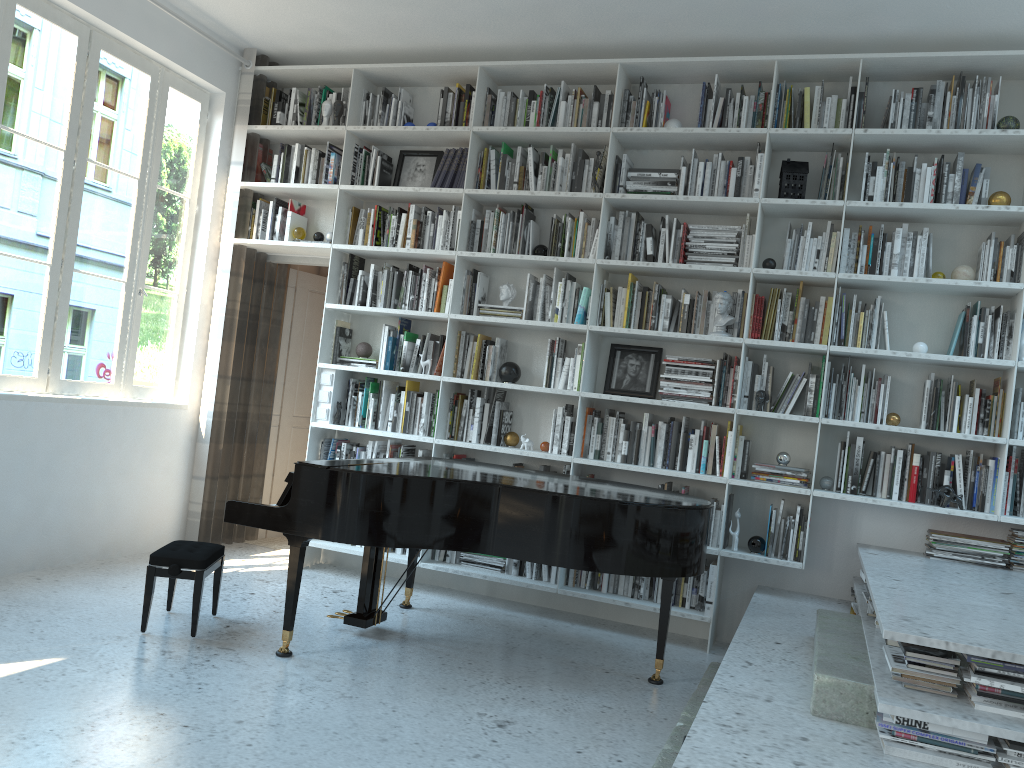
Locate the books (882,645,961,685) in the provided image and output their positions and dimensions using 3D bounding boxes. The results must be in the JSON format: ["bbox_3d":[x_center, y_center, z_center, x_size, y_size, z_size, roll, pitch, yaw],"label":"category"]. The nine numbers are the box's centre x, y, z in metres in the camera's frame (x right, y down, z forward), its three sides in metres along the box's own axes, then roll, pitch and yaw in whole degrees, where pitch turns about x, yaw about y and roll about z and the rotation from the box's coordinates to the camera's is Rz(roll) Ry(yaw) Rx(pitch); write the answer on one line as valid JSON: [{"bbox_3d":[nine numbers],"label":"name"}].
[{"bbox_3d":[1.230,0.844,2.677,0.184,0.014,0.297,6,-1,19],"label":"books"}]

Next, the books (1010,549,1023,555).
[{"bbox_3d":[2.565,0.829,4.285,0.285,0.007,0.159,6,-1,15],"label":"books"}]

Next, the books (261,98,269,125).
[{"bbox_3d":[-1.609,-1.760,5.885,0.014,0.219,0.188,7,-1,20],"label":"books"}]

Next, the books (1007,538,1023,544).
[{"bbox_3d":[2.571,0.781,4.295,0.285,0.005,0.159,6,-1,19],"label":"books"}]

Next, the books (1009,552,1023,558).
[{"bbox_3d":[2.564,0.843,4.287,0.285,0.007,0.159,6,-1,16],"label":"books"}]

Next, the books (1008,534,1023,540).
[{"bbox_3d":[2.575,0.760,4.290,0.285,0.005,0.159,6,-1,17],"label":"books"}]

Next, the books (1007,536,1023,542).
[{"bbox_3d":[2.570,0.770,4.289,0.285,0.005,0.159,6,-1,16],"label":"books"}]

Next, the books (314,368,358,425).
[{"bbox_3d":[-1.104,0.081,5.583,0.106,0.340,0.307,7,-1,20],"label":"books"}]

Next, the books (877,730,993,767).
[{"bbox_3d":[1.156,1.003,2.441,0.262,0.023,0.200,6,-1,18],"label":"books"}]

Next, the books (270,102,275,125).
[{"bbox_3d":[-1.534,-1.740,5.864,0.024,0.195,0.167,7,-1,20],"label":"books"}]

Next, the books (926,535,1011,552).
[{"bbox_3d":[2.254,0.788,4.396,0.345,0.007,0.193,6,-1,15],"label":"books"}]

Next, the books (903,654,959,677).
[{"bbox_3d":[1.254,0.833,2.669,0.137,0.012,0.242,6,-1,21],"label":"books"}]

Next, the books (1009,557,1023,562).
[{"bbox_3d":[2.563,0.864,4.287,0.254,0.007,0.161,6,-1,16],"label":"books"}]

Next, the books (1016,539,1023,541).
[{"bbox_3d":[2.574,0.765,4.288,0.254,0.006,0.161,6,-1,24],"label":"books"}]

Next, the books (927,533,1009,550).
[{"bbox_3d":[2.258,0.781,4.404,0.345,0.007,0.193,6,-1,22],"label":"books"}]

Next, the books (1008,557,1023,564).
[{"bbox_3d":[2.561,0.871,4.284,0.285,0.007,0.159,6,-1,25],"label":"books"}]

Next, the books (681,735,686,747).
[{"bbox_3d":[0.527,0.971,2.278,0.192,0.014,0.256,6,-1,16],"label":"books"}]

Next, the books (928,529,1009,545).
[{"bbox_3d":[2.261,0.759,4.405,0.345,0.007,0.193,6,-1,22],"label":"books"}]

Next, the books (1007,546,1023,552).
[{"bbox_3d":[2.570,0.816,4.294,0.285,0.007,0.159,6,-1,21],"label":"books"}]

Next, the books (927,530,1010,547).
[{"bbox_3d":[2.260,0.766,4.404,0.345,0.007,0.193,6,-1,18],"label":"books"}]

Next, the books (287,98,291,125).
[{"bbox_3d":[-1.417,-1.743,5.836,0.024,0.227,0.157,7,-1,20],"label":"books"}]

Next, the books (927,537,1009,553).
[{"bbox_3d":[2.256,0.796,4.404,0.345,0.007,0.193,6,-1,22],"label":"books"}]

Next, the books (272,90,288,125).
[{"bbox_3d":[-1.508,-1.775,5.851,0.025,0.269,0.177,7,-1,20],"label":"books"}]

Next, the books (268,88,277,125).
[{"bbox_3d":[-1.547,-1.787,5.868,0.014,0.286,0.175,7,-1,20],"label":"books"}]

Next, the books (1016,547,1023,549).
[{"bbox_3d":[2.569,0.803,4.297,0.254,0.006,0.161,6,-1,20],"label":"books"}]

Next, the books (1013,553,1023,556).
[{"bbox_3d":[2.567,0.837,4.293,0.254,0.007,0.161,6,-1,21],"label":"books"}]

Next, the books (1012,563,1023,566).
[{"bbox_3d":[2.560,0.884,4.293,0.254,0.007,0.161,6,-1,21],"label":"books"}]

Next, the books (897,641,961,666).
[{"bbox_3d":[1.250,0.800,2.672,0.149,0.014,0.228,6,-1,18],"label":"books"}]

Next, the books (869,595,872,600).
[{"bbox_3d":[1.420,0.810,3.231,0.192,0.014,0.256,6,-1,16],"label":"books"}]

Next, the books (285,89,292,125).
[{"bbox_3d":[-1.432,-1.772,5.834,0.010,0.281,0.160,7,-1,20],"label":"books"}]

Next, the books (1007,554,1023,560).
[{"bbox_3d":[2.565,0.857,4.291,0.285,0.007,0.159,6,-1,22],"label":"books"}]

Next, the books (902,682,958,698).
[{"bbox_3d":[1.246,0.891,2.669,0.144,0.009,0.250,6,-1,20],"label":"books"}]

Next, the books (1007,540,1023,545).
[{"bbox_3d":[2.571,0.787,4.295,0.285,0.005,0.159,6,-1,21],"label":"books"}]

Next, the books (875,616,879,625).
[{"bbox_3d":[1.420,0.870,3.227,0.177,0.015,0.187,6,-1,25],"label":"books"}]

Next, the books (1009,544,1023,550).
[{"bbox_3d":[2.572,0.809,4.296,0.285,0.007,0.159,6,-1,20],"label":"books"}]

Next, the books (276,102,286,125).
[{"bbox_3d":[-1.488,-1.731,5.842,0.028,0.186,0.182,7,-1,20],"label":"books"}]

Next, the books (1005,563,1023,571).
[{"bbox_3d":[2.559,0.905,4.296,0.285,0.007,0.159,6,-1,20],"label":"books"}]

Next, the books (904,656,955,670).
[{"bbox_3d":[1.252,0.812,2.671,0.132,0.009,0.269,6,-1,24],"label":"books"}]

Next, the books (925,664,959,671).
[{"bbox_3d":[1.276,0.824,2.662,0.090,0.011,0.190,6,-1,18],"label":"books"}]

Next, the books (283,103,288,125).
[{"bbox_3d":[-1.451,-1.731,5.856,0.031,0.195,0.145,7,-1,20],"label":"books"}]

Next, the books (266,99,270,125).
[{"bbox_3d":[-1.583,-1.762,5.900,0.023,0.228,0.130,7,-1,20],"label":"books"}]

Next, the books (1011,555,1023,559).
[{"bbox_3d":[2.564,0.850,4.287,0.254,0.007,0.161,6,-1,16],"label":"books"}]

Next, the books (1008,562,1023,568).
[{"bbox_3d":[2.560,0.891,4.295,0.254,0.007,0.161,6,-1,20],"label":"books"}]

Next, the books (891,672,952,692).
[{"bbox_3d":[1.232,0.878,2.674,0.161,0.014,0.212,6,-1,24],"label":"books"}]

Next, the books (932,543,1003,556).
[{"bbox_3d":[2.252,0.810,4.397,0.308,0.008,0.195,6,-1,25],"label":"books"}]

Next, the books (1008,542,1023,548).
[{"bbox_3d":[2.569,0.797,4.293,0.285,0.005,0.159,6,-1,18],"label":"books"}]

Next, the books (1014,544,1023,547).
[{"bbox_3d":[2.570,0.792,4.295,0.254,0.006,0.161,6,-1,19],"label":"books"}]

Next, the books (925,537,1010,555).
[{"bbox_3d":[2.255,0.803,4.401,0.345,0.007,0.193,6,-1,17],"label":"books"}]

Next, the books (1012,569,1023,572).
[{"bbox_3d":[2.556,0.911,4.289,0.254,0.007,0.161,6,-1,23],"label":"books"}]

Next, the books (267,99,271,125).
[{"bbox_3d":[-1.565,-1.758,5.883,0.023,0.223,0.151,7,-1,20],"label":"books"}]

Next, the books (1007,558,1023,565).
[{"bbox_3d":[2.559,0.877,4.287,0.285,0.007,0.159,6,-1,16],"label":"books"}]

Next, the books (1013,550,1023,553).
[{"bbox_3d":[2.569,0.823,4.294,0.254,0.007,0.161,6,-1,21],"label":"books"}]

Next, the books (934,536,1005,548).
[{"bbox_3d":[2.259,0.774,4.404,0.308,0.008,0.195,6,-1,22],"label":"books"}]

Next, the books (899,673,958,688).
[{"bbox_3d":[1.240,0.865,2.673,0.152,0.015,0.208,6,-1,17],"label":"books"}]

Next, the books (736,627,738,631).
[{"bbox_3d":[1.038,1.061,3.720,0.193,0.005,0.225,6,-1,16],"label":"books"}]

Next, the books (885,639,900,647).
[{"bbox_3d":[1.327,0.844,2.937,0.177,0.026,0.230,6,-1,20],"label":"books"}]

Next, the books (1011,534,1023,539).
[{"bbox_3d":[2.574,0.754,4.286,0.254,0.006,0.161,6,-1,15],"label":"books"}]

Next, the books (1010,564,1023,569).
[{"bbox_3d":[2.556,0.898,4.287,0.254,0.007,0.161,6,-1,24],"label":"books"}]
